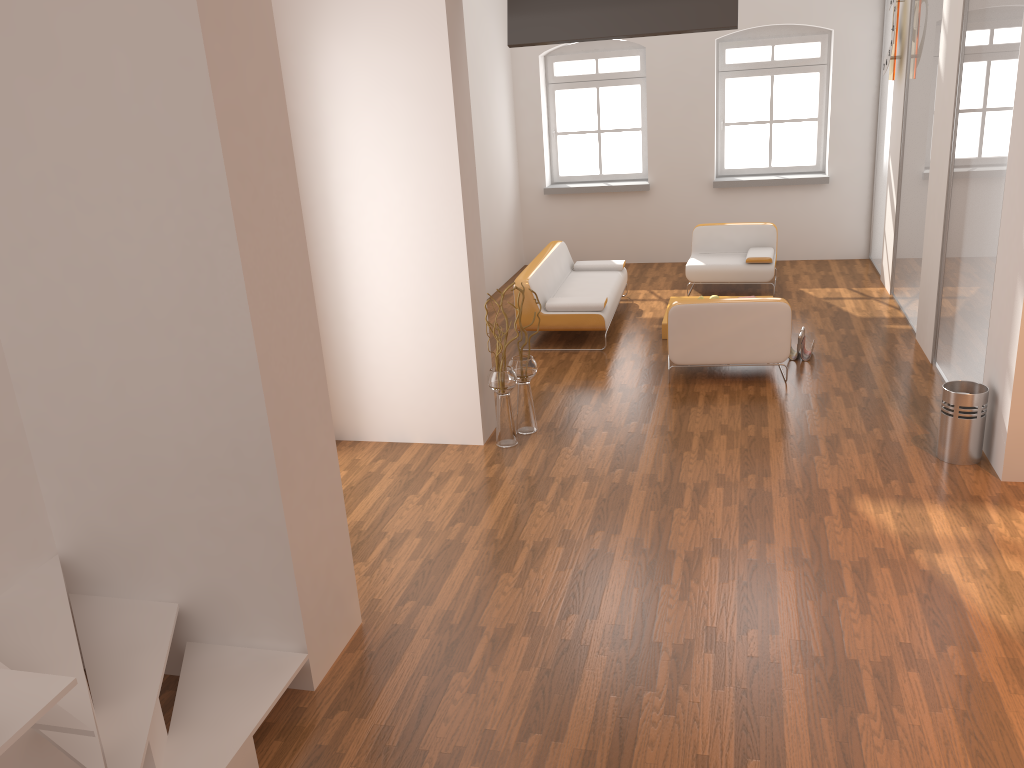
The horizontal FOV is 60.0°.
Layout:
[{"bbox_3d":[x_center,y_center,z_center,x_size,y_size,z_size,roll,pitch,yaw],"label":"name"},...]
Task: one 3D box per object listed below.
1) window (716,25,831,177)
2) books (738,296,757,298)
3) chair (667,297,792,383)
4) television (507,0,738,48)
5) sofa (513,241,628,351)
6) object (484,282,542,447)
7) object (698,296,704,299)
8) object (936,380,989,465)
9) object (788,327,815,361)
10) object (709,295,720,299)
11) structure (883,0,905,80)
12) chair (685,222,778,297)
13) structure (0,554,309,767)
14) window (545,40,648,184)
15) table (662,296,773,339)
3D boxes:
[{"bbox_3d":[3.131,-3.397,10.711,1.308,1.737,0.142,1,20,15],"label":"window"},{"bbox_3d":[2.329,-0.826,8.673,0.171,0.004,0.249,-6,19,-4],"label":"books"},{"bbox_3d":[1.719,-0.443,7.148,0.923,0.661,0.825,-1,19,10],"label":"chair"},{"bbox_3d":[0.648,-2.502,5.332,1.388,0.803,0.266,1,20,15],"label":"television"},{"bbox_3d":[0.641,-0.945,8.835,0.825,0.661,2.010,0,20,13],"label":"sofa"},{"bbox_3d":[-0.039,-0.123,5.913,0.284,1.112,0.655,9,23,34],"label":"object"},{"bbox_3d":[1.832,-0.814,8.616,0.080,0.087,0.094,13,25,40],"label":"object"},{"bbox_3d":[2.701,0.231,5.322,0.248,0.450,0.248,-15,22,-29],"label":"object"},{"bbox_3d":[2.406,-0.337,7.380,0.189,0.217,0.281,4,21,23],"label":"object"},{"bbox_3d":[1.958,-0.814,8.584,0.105,0.091,0.103,-1,19,9],"label":"object"},{"bbox_3d":[3.706,-3.356,8.560,0.125,0.800,0.605,1,20,15],"label":"structure"},{"bbox_3d":[2.399,-1.363,9.662,0.923,0.661,0.825,2,20,18],"label":"chair"},{"bbox_3d":[-0.195,0.456,1.348,4.630,3.042,3.450,1,20,15],"label":"structure"},{"bbox_3d":[1.093,-3.431,11.242,1.308,1.737,0.142,1,20,15],"label":"window"},{"bbox_3d":[1.978,-0.642,8.452,1.000,0.150,1.000,1,20,15],"label":"table"}]
